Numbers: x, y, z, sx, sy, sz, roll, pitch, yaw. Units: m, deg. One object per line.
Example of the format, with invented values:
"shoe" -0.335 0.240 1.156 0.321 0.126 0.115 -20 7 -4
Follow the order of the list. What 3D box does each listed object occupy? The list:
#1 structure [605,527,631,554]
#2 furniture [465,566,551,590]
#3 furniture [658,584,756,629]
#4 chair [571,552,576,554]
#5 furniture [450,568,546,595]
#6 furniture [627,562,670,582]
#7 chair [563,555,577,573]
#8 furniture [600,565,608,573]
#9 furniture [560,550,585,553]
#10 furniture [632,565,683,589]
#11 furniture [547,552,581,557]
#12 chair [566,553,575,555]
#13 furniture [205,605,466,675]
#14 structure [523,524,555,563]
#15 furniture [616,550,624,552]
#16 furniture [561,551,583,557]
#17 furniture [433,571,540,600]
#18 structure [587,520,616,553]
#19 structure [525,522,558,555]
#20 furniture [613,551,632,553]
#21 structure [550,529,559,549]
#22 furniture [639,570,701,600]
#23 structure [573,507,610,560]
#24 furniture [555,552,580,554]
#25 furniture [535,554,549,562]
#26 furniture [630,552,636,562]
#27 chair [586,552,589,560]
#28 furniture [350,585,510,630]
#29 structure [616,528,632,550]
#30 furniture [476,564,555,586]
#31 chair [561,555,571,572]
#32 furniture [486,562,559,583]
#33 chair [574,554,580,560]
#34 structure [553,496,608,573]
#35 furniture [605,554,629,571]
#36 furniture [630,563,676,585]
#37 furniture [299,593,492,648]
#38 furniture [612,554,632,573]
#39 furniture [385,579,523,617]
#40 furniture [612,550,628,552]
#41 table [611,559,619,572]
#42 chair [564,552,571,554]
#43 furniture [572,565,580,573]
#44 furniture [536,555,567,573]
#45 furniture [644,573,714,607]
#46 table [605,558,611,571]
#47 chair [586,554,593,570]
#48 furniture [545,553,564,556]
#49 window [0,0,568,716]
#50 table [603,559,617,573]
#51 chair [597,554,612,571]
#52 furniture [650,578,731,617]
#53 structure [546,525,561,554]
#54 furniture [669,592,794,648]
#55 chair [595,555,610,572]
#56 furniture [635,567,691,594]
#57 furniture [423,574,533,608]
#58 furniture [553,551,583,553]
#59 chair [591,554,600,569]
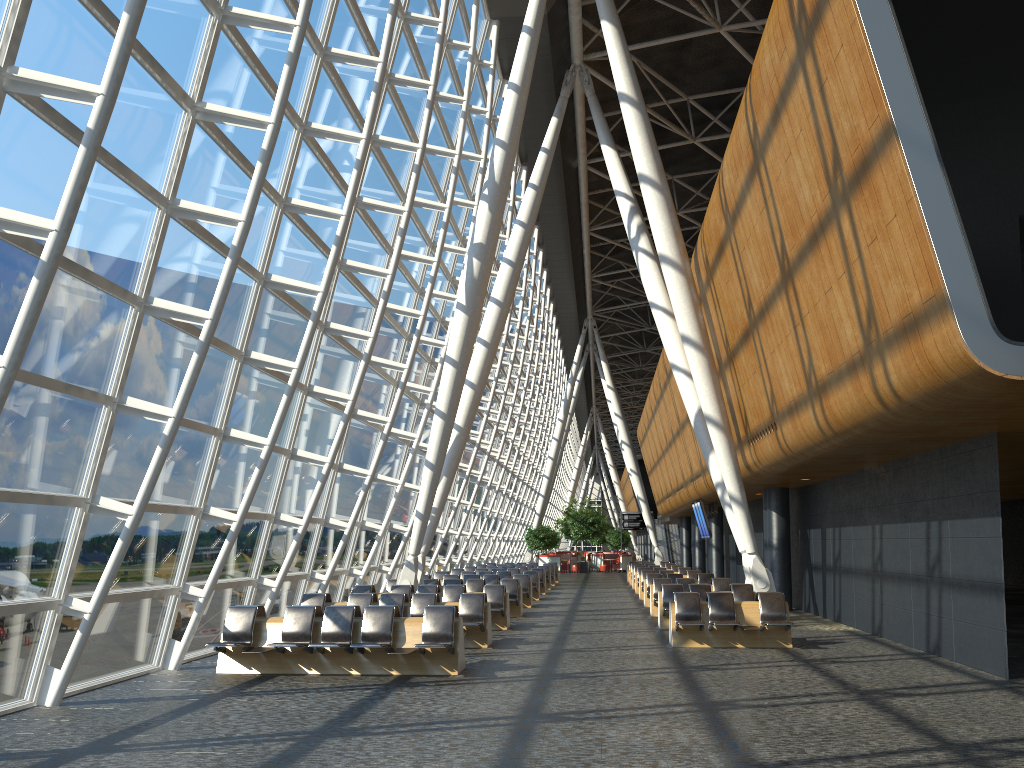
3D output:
"structure" 7.351 11.304 60.964 1.738 2.754 1.793 4 -7 -36
"furniture" -0.185 7.200 32.763 3.251 0.861 1.680 -1 -9 6
"furniture" 3.880 4.419 17.555 1.896 0.861 1.680 -1 -9 6
"chair" 4.556 13.559 68.453 0.662 1.001 0.628 3 -7 -29
"furniture" -0.485 6.663 29.786 3.251 0.861 1.680 -1 -9 6
"furniture" 5.985 8.181 38.395 1.896 0.861 1.680 -1 -9 6
"chair" 3.353 10.476 51.389 0.663 1.001 0.627 -4 -7 31
"furniture" 5.256 10.550 50.341 0.443 0.456 0.447 -3 -8 18
"furniture" 6.767 19.625 101.606 3.251 0.861 1.680 -1 -9 6
"furniture" 5.384 7.106 32.441 1.896 0.861 1.680 -1 -9 6
"furniture" 4.663 15.864 80.765 3.251 0.861 1.680 -1 -9 6
"chair" 3.884 12.066 60.182 0.624 1.001 0.666 -4 -7 30
"furniture" -2.289 3.439 11.923 3.251 0.861 1.680 -1 -9 6
"structure" 1.571 9.402 50.257 1.738 2.754 1.793 4 -7 -36
"furniture" 12.335 19.531 101.283 1.896 0.861 1.680 -1 -9 6
"furniture" 5.564 17.476 89.697 3.251 0.861 1.680 -1 -9 6
"furniture" -0.786 6.125 26.809 3.251 0.861 1.680 -1 -9 6
"structure" 6.525 11.621 64.614 2.282 3.445 2.239 -2 -6 18
"structure" 1.772 9.830 53.155 1.920 2.942 1.882 2 -6 -20
"furniture" 10.832 16.845 86.397 1.896 0.861 1.680 -1 -9 6
"structure" 2.391 11.264 60.662 1.762 2.787 1.817 4 -7 -36
"furniture" 4.782 6.032 26.486 1.896 0.861 1.680 -1 -9 6
"structure" 6.053 11.928 69.230 3.101 4.492 5.793 -4 -9 28
"furniture" 4.559 13.959 70.657 2.841 0.999 0.894 8 -11 -41
"furniture" 2.030 11.076 54.653 0.889 0.997 2.859 -3 -10 18
"furniture" 9.930 15.233 77.465 1.896 0.861 1.680 -1 -9 6
"chair" 5.949 13.185 66.436 0.661 1.001 0.629 1 -6 -9
"furniture" -1.688 4.513 17.877 3.251 0.861 1.680 -1 -9 6
"structure" 8.715 13.053 71.266 1.889 2.968 1.949 4 -7 -36
"furniture" 0.116 7.737 35.741 3.251 0.861 1.680 -1 -9 6
"chair" 3.132 10.723 52.743 0.624 1.001 0.666 -4 -7 30
"furniture" 0.417 8.275 38.718 3.251 0.861 1.680 -1 -9 6
"chair" 4.105 11.819 58.827 0.663 1.001 0.627 -4 -7 31
"structure" 4.022 9.079 53.434 3.092 4.491 5.871 0 -8 -2
"furniture" 6.367 11.094 54.906 0.890 0.998 2.857 3 -10 -26
"furniture" 5.684 7.644 35.418 1.896 0.861 1.680 -1 -9 6
"furniture" -1.988 3.976 14.900 3.251 0.861 1.680 -1 -9 6
"furniture" 6.586 10.560 51.964 0.889 0.997 2.859 -3 -10 18
"furniture" -1.387 5.051 20.855 3.251 0.861 1.680 -1 -9 6
"furniture" 12.035 18.994 98.306 1.896 0.861 1.680 -1 -9 6
"table" 5.935 10.732 52.173 0.800 0.743 0.807 -3 -8 22
"chair" 4.069 13.330 67.170 0.624 1.001 0.666 3 -7 -29
"furniture" 3.647 10.511 50.067 0.445 0.456 0.446 6 -10 -41
"furniture" 2.249 10.542 51.711 0.890 0.998 2.857 3 -10 -26
"furniture" 4.482 5.494 23.509 1.896 0.861 1.680 -1 -9 6
"table" 5.755 11.170 54.585 0.800 0.743 0.807 -3 -8 22
"chair" 5.111 11.139 55.109 0.664 1.001 0.626 -6 -8 40
"furniture" 3.000 11.884 59.149 0.890 0.998 2.857 3 -10 -26
"window" 3.566 8.878 78.712 3.720 13.889 168.223 -1 -10 6
"table" 5.657 10.461 50.667 0.800 0.743 0.807 -3 -8 22
"chair" 5.512 10.716 52.790 0.625 1.001 0.665 4 -8 -39
"furniture" 4.181 4.957 20.532 1.896 0.861 1.680 -1 -9 6
"structure" 2.290 10.645 57.349 1.789 2.825 1.845 4 -7 -36
"furniture" 3.580 3.882 14.577 1.896 0.861 1.680 -1 -9 6
"chair" 5.349 10.518 51.692 0.663 1.001 0.626 5 -8 -39
"furniture" 5.083 6.569 29.463 1.896 0.861 1.680 -1 -9 6
"furniture" -1.086 5.588 23.832 3.251 0.861 1.680 -1 -9 6
"furniture" 5.865 18.013 92.674 3.251 0.861 1.680 -1 -9 6
"chair" 5.274 10.927 53.944 0.625 1.001 0.664 -5 -8 40
